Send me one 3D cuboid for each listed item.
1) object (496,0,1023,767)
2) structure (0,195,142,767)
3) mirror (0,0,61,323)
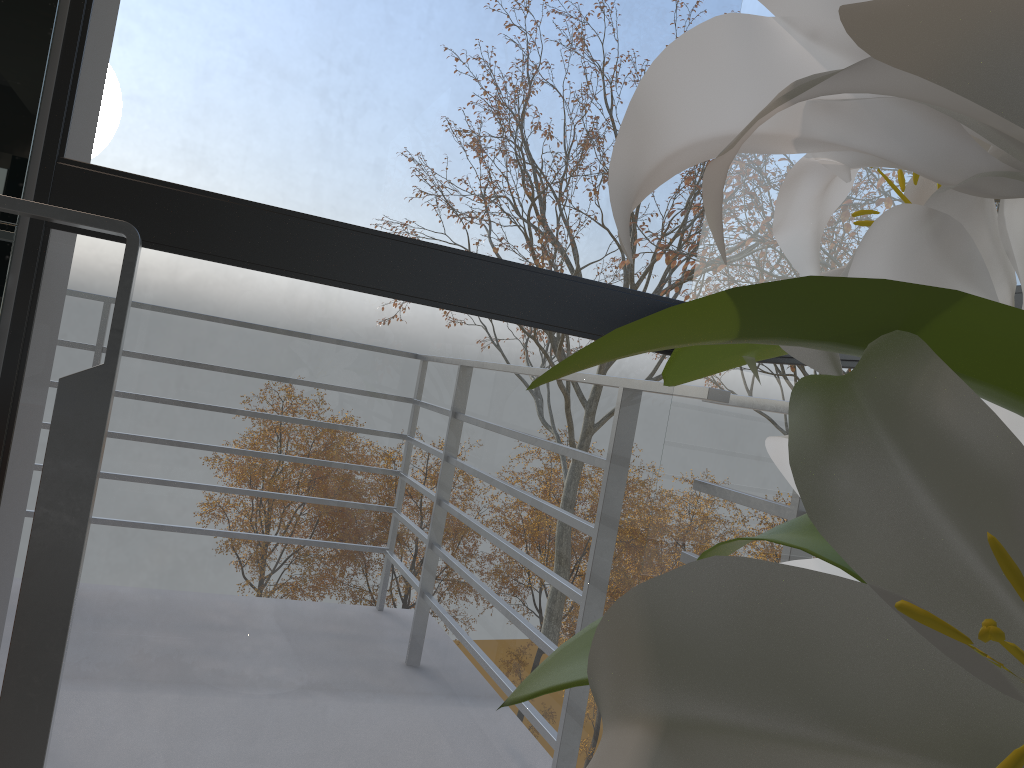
[{"bbox_3d":[0.233,0.059,0.257,0.460,0.796,0.450,10,-1,7],"label":"object"},{"bbox_3d":[-0.585,0.302,0.884,0.303,0.989,0.069,10,-1,-20],"label":"structure"},{"bbox_3d":[-1.396,-0.870,0.916,1.789,1.618,0.253,10,-1,-20],"label":"mirror"}]
